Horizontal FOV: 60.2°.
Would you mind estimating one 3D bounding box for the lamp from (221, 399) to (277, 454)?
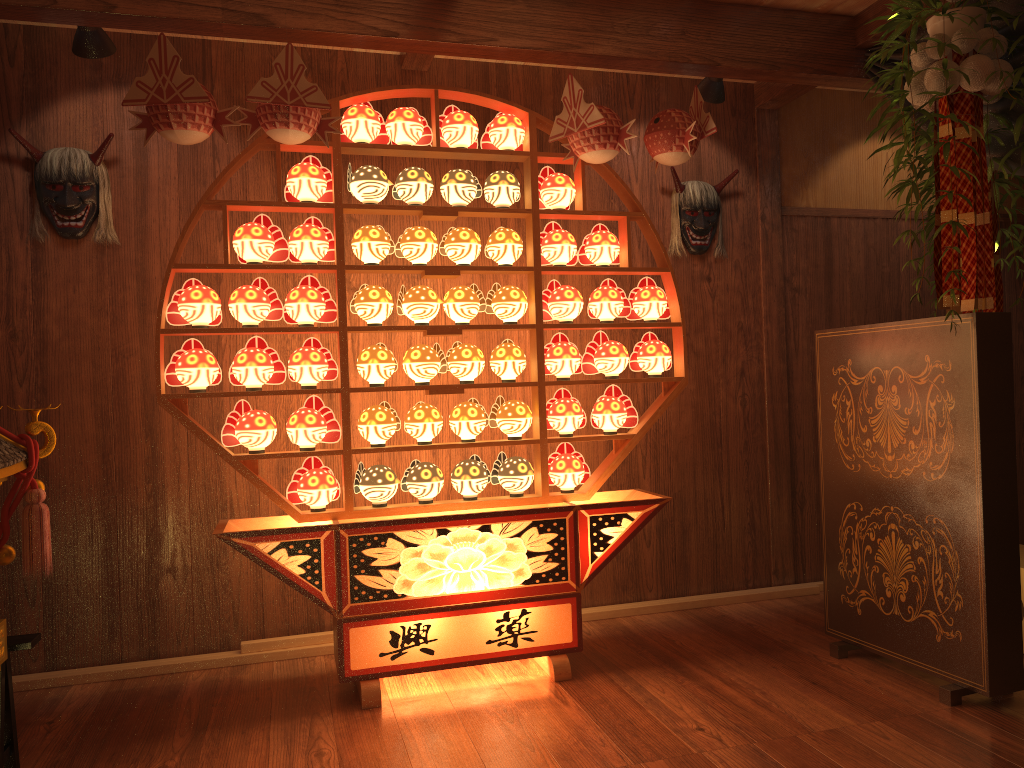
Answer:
[{"bbox_3d":[-0.897,0.148,3.117,0.152,0.194,0.192,-2,0,34],"label":"lamp"}]

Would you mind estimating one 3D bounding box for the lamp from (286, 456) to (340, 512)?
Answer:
[{"bbox_3d":[-0.697,0.359,3.175,0.200,0.197,0.153,-2,0,-26],"label":"lamp"}]

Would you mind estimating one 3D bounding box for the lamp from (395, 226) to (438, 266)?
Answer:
[{"bbox_3d":[-0.343,-0.516,3.296,0.144,0.161,0.152,-2,0,-36],"label":"lamp"}]

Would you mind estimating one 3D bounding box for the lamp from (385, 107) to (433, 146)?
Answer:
[{"bbox_3d":[-0.405,-0.963,3.285,0.167,0.179,0.159,-2,0,15],"label":"lamp"}]

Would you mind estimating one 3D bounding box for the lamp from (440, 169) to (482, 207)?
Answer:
[{"bbox_3d":[-0.206,-0.744,3.347,0.136,0.167,0.161,-2,0,24],"label":"lamp"}]

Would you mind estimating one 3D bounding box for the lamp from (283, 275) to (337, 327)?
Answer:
[{"bbox_3d":[-0.742,-0.301,3.166,0.201,0.200,0.157,-2,0,-1],"label":"lamp"}]

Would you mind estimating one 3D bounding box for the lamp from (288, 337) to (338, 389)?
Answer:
[{"bbox_3d":[-0.732,-0.077,3.166,0.183,0.192,0.156,-2,0,-1],"label":"lamp"}]

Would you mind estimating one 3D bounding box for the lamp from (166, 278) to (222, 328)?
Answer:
[{"bbox_3d":[-1.079,-0.283,3.060,0.195,0.187,0.152,-2,0,-36],"label":"lamp"}]

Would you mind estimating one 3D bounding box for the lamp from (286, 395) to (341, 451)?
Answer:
[{"bbox_3d":[-0.738,0.140,3.160,0.198,0.200,0.158,-2,0,9],"label":"lamp"}]

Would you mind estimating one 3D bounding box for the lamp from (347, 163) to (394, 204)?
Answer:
[{"bbox_3d":[-0.515,-0.733,3.255,0.157,0.167,0.139,-2,0,-1],"label":"lamp"}]

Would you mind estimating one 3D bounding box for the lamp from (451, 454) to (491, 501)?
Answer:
[{"bbox_3d":[-0.163,0.356,3.344,0.137,0.167,0.159,-2,0,15],"label":"lamp"}]

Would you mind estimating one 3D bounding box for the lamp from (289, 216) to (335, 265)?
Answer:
[{"bbox_3d":[-0.732,-0.519,3.172,0.190,0.195,0.157,-2,0,-1],"label":"lamp"}]

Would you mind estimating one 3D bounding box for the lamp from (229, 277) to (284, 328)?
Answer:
[{"bbox_3d":[-0.928,-0.290,3.110,0.178,0.191,0.159,-2,0,14],"label":"lamp"}]

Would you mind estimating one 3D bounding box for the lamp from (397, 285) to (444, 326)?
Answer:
[{"bbox_3d":[-0.331,-0.296,3.302,0.154,0.161,0.141,-2,0,14],"label":"lamp"}]

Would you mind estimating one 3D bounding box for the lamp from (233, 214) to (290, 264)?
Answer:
[{"bbox_3d":[-0.915,-0.516,3.117,0.198,0.200,0.158,-2,0,9],"label":"lamp"}]

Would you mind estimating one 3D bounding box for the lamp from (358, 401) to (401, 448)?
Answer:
[{"bbox_3d":[-0.498,0.148,3.241,0.137,0.167,0.159,-2,0,15],"label":"lamp"}]

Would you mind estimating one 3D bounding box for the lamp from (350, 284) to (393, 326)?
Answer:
[{"bbox_3d":[-0.502,-0.293,3.239,0.144,0.167,0.152,-2,0,-36],"label":"lamp"}]

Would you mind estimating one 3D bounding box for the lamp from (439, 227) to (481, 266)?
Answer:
[{"bbox_3d":[-0.182,-0.524,3.346,0.144,0.167,0.152,-2,0,-36],"label":"lamp"}]

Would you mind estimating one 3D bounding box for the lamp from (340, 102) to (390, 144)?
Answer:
[{"bbox_3d":[-0.553,-0.969,3.234,0.202,0.200,0.156,-2,0,-6],"label":"lamp"}]

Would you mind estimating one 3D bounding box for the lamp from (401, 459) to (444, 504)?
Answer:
[{"bbox_3d":[-0.319,0.364,3.292,0.144,0.161,0.152,-2,0,-36],"label":"lamp"}]

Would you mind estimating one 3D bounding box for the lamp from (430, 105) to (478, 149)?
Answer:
[{"bbox_3d":[-0.194,-0.981,3.347,0.206,0.200,0.153,-2,0,-26],"label":"lamp"}]

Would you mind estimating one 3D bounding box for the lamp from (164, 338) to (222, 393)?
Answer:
[{"bbox_3d":[-1.087,-0.067,3.054,0.195,0.195,0.152,-2,0,-31],"label":"lamp"}]

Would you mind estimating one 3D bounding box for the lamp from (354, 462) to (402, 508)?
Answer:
[{"bbox_3d":[-0.480,0.367,3.246,0.154,0.167,0.141,-2,0,14],"label":"lamp"}]

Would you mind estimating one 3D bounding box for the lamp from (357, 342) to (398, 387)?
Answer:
[{"bbox_3d":[-0.500,-0.072,3.240,0.139,0.167,0.157,-2,0,5],"label":"lamp"}]

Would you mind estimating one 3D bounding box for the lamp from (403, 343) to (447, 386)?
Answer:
[{"bbox_3d":[-0.344,-0.075,3.297,0.162,0.161,0.134,-2,0,-41],"label":"lamp"}]

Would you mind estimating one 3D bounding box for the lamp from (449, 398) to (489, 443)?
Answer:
[{"bbox_3d":[-0.171,0.137,3.344,0.137,0.167,0.159,-2,0,15],"label":"lamp"}]

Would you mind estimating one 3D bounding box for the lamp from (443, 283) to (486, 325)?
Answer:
[{"bbox_3d":[-0.197,-0.303,3.350,0.134,0.167,0.162,-2,0,39],"label":"lamp"}]

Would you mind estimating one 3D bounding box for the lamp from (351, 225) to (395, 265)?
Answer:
[{"bbox_3d":[-0.521,-0.513,3.241,0.137,0.167,0.159,-2,0,15],"label":"lamp"}]

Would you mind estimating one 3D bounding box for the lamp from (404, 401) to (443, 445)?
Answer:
[{"bbox_3d":[-0.326,0.145,3.291,0.142,0.161,0.154,-2,0,-16],"label":"lamp"}]

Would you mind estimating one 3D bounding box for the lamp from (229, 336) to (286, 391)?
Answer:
[{"bbox_3d":[-0.913,-0.075,3.109,0.202,0.200,0.156,-2,0,-6],"label":"lamp"}]

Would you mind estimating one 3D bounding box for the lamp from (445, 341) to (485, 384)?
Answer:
[{"bbox_3d":[-0.169,-0.084,3.344,0.143,0.167,0.152,-2,0,-31],"label":"lamp"}]

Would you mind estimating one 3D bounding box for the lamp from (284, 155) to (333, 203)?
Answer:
[{"bbox_3d":[-0.739,-0.742,3.173,0.201,0.200,0.157,-2,0,-1],"label":"lamp"}]

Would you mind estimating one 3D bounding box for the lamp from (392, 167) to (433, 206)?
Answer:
[{"bbox_3d":[-0.360,-0.736,3.291,0.143,0.161,0.152,-2,0,-26],"label":"lamp"}]
